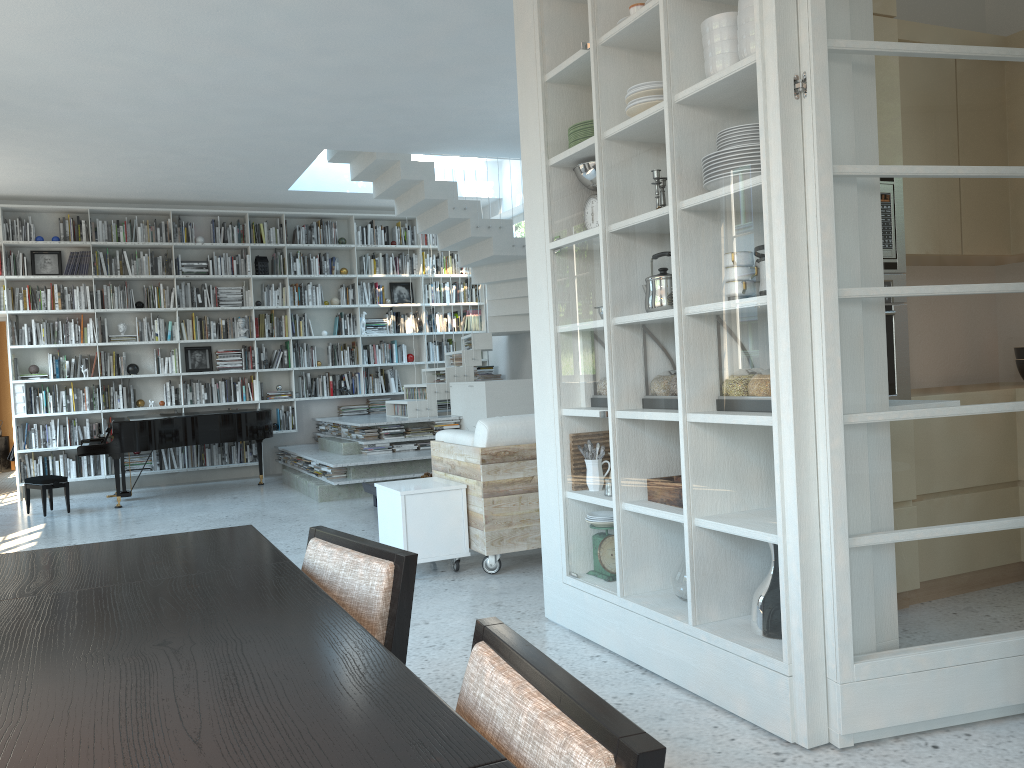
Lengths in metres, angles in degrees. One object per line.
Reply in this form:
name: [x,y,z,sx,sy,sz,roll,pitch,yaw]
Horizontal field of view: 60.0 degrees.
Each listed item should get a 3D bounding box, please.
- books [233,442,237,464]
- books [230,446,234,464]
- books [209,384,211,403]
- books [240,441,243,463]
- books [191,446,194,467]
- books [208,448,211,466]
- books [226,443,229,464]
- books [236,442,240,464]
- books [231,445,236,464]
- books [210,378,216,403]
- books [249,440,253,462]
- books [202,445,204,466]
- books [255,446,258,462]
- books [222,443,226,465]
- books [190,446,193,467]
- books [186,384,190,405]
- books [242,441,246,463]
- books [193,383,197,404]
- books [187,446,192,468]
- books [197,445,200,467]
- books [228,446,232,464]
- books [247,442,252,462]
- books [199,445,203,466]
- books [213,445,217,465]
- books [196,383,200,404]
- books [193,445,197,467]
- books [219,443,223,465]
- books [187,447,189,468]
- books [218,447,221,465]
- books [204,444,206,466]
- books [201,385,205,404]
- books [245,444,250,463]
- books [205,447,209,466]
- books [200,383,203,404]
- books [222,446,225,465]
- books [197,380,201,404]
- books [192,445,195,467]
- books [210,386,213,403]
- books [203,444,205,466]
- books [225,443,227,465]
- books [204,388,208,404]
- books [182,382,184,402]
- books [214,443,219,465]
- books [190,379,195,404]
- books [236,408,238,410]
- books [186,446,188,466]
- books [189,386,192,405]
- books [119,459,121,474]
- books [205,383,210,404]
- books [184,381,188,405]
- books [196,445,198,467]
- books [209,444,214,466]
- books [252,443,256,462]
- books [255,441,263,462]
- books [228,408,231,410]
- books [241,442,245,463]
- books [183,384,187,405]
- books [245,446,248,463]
books: [-3.267,0.788,10.467,0.011,0.293,0.184,-4,2,-25]
books: [-3.298,0.833,10.446,0.010,0.206,0.180,-4,1,-25]
books: [-3.535,0.111,10.356,0.013,0.230,0.139,-4,2,-25]
books: [-3.214,0.773,10.484,0.013,0.317,0.186,-4,2,-25]
books: [-3.714,0.791,10.282,0.014,0.340,0.139,-4,2,-25]
books: [-3.544,0.852,10.371,0.030,0.197,0.143,-4,1,-25]
books: [-3.361,0.809,10.442,0.024,0.262,0.131,-4,2,-25]
books: [-3.236,0.807,10.469,0.044,0.251,0.187,-4,1,-25]
books: [-3.282,0.830,10.458,0.029,0.210,0.170,-4,1,-25]
books: [-3.498,0.078,10.373,0.026,0.292,0.152,-4,2,-25]
books: [-3.103,0.796,10.547,0.012,0.256,0.176,-4,2,-25]
books: [-3.607,0.835,10.332,0.012,0.239,0.128,-4,2,-25]
books: [-3.061,0.831,10.574,0.023,0.182,0.148,-4,1,-25]
books: [-3.385,0.773,10.412,0.014,0.336,0.183,-4,2,-25]
books: [-3.718,0.811,10.262,0.014,0.301,0.184,-4,2,-25]
books: [-3.746,0.121,10.247,0.027,0.234,0.167,-4,1,-25]
books: [-3.179,0.800,10.509,0.011,0.258,0.171,-4,2,-25]
books: [-3.686,0.111,10.300,0.024,0.247,0.132,-4,2,-25]
books: [-3.735,0.834,10.254,0.026,0.256,0.183,-4,1,-25]
books: [-3.647,0.801,10.305,0.034,0.311,0.170,-4,2,-25]
books: [-3.334,0.832,10.464,0.040,0.212,0.129,-4,2,-25]
books: [-3.124,0.812,10.547,0.028,0.227,0.162,-4,2,-25]
books: [-3.624,0.832,10.327,0.022,0.247,0.144,-4,2,-25]
books: [-3.491,0.830,10.386,0.030,0.235,0.138,-4,2,-25]
books: [-3.656,0.110,10.295,0.027,0.246,0.179,-4,1,-25]
books: [-3.687,0.827,10.298,0.025,0.264,0.145,-4,2,-25]
books: [-3.418,0.801,10.403,0.013,0.285,0.185,-4,2,-25]
books: [-3.761,0.844,10.268,0.010,0.238,0.134,-4,2,-25]
books: [-3.438,0.843,10.408,0.024,0.203,0.144,-4,2,-25]
books: [-3.587,0.825,10.346,0.012,0.255,0.150,-4,2,-25]
books: [-3.599,0.121,10.313,0.023,0.217,0.174,-4,1,-25]
books: [-3.141,0.824,10.527,0.022,0.205,0.191,-4,1,-25]
books: [-3.558,0.848,10.332,0.028,0.206,0.174,-4,1,-25]
books: [-3.629,0.109,10.324,0.021,0.244,0.141,-4,2,-25]
books: [-3.402,0.836,10.415,0.022,0.213,0.167,-4,1,-25]
books: [-3.637,0.091,10.299,0.013,0.282,0.166,-4,2,-25]
books: [-3.706,0.831,10.299,0.010,0.259,0.131,-4,2,-25]
books: [-3.513,0.126,10.352,0.023,0.196,0.165,-4,1,-25]
books: [-3.598,0.816,10.340,0.012,0.276,0.154,-4,2,-25]
books: [-3.372,0.796,10.420,0.014,0.288,0.184,-4,2,-25]
books: [-3.572,0.136,10.320,0.029,0.184,0.174,-4,1,-25]
books: [-3.810,0.099,10.240,0.012,0.285,0.159,-4,2,-25]
books: [-3.465,0.815,10.398,0.028,0.261,0.132,-4,2,-25]
books: [-3.713,0.091,10.294,0.027,0.290,0.140,-4,2,-25]
books: [-3.217,0.435,10.431,0.015,0.293,0.169,-4,2,-25]
books: [-3.770,0.837,10.260,0.012,0.254,0.161,-4,2,-25]
books: [-3.727,0.133,10.269,0.024,0.208,0.170,-4,1,-25]
books: [-4.411,0.889,9.966,0.027,0.227,0.139,-4,2,-25]
books: [-3.551,0.108,10.338,0.029,0.238,0.165,-4,2,-25]
books: [-3.769,0.102,10.248,0.011,0.275,0.146,-4,2,-25]
books: [-3.668,0.789,10.295,0.012,0.337,0.144,-4,2,-25]
books: [-3.516,0.802,10.371,0.026,0.294,0.155,-4,2,-25]
books: [-3.080,0.814,10.551,0.029,0.218,0.191,-4,1,-25]
books: [-3.007,0.785,10.523,0.038,0.269,0.277,-4,1,-25]
books: [-3.300,0.435,10.388,0.013,0.303,0.181,-4,2,-25]
books: [-3.203,0.811,10.515,0.028,0.239,0.140,-4,2,-25]
books: [-3.789,0.119,10.247,0.029,0.244,0.154,-4,2,-25]
books: [-3.166,0.832,10.527,0.024,0.191,0.155,-4,1,-25]
